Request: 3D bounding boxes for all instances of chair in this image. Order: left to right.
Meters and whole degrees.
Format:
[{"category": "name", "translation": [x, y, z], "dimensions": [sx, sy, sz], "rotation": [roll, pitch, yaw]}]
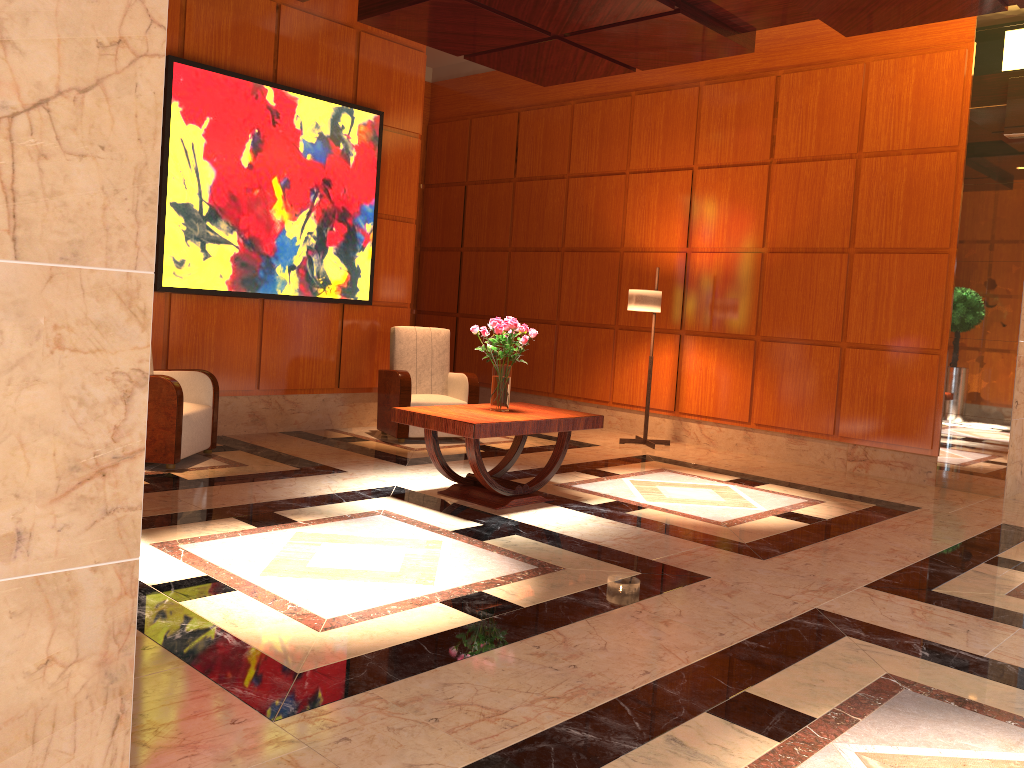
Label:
[{"category": "chair", "translation": [-2.407, 0.021, 5.995], "dimensions": [0.628, 0.959, 0.739], "rotation": [4, 3, 2]}, {"category": "chair", "translation": [-0.740, -0.012, 7.768], "dimensions": [0.737, 0.959, 0.630], "rotation": [2, 4, -28]}]

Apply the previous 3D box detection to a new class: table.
[{"category": "table", "translation": [-0.086, 0.438, 5.532], "dimensions": [0.726, 0.533, 1.167], "rotation": [8, 6, 43]}]

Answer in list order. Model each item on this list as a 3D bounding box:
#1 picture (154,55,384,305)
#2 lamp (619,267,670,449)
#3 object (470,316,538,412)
[{"category": "picture", "translation": [-1.911, -1.567, 7.280], "dimensions": [0.057, 1.733, 1.996], "rotation": [6, 4, 43]}, {"category": "lamp", "translation": [1.253, -0.253, 8.193], "dimensions": [0.360, 1.658, 0.526], "rotation": [6, 3, 33]}, {"category": "object", "translation": [-0.059, -0.129, 5.539], "dimensions": [0.350, 0.595, 0.327], "rotation": [2, 3, -27]}]
